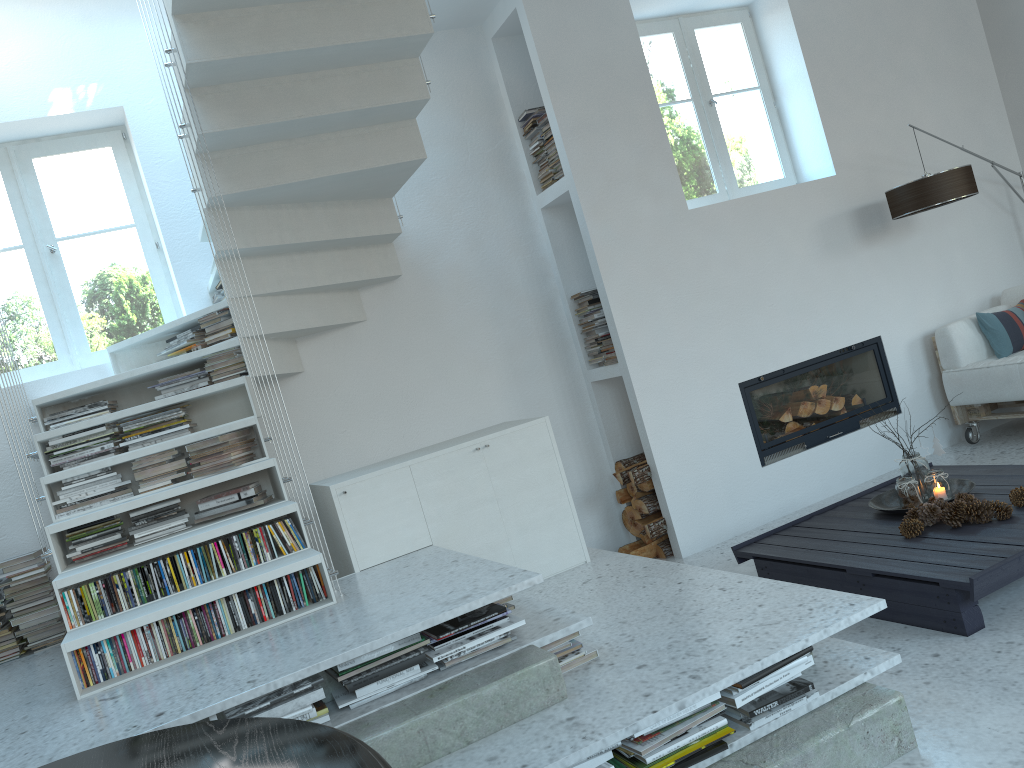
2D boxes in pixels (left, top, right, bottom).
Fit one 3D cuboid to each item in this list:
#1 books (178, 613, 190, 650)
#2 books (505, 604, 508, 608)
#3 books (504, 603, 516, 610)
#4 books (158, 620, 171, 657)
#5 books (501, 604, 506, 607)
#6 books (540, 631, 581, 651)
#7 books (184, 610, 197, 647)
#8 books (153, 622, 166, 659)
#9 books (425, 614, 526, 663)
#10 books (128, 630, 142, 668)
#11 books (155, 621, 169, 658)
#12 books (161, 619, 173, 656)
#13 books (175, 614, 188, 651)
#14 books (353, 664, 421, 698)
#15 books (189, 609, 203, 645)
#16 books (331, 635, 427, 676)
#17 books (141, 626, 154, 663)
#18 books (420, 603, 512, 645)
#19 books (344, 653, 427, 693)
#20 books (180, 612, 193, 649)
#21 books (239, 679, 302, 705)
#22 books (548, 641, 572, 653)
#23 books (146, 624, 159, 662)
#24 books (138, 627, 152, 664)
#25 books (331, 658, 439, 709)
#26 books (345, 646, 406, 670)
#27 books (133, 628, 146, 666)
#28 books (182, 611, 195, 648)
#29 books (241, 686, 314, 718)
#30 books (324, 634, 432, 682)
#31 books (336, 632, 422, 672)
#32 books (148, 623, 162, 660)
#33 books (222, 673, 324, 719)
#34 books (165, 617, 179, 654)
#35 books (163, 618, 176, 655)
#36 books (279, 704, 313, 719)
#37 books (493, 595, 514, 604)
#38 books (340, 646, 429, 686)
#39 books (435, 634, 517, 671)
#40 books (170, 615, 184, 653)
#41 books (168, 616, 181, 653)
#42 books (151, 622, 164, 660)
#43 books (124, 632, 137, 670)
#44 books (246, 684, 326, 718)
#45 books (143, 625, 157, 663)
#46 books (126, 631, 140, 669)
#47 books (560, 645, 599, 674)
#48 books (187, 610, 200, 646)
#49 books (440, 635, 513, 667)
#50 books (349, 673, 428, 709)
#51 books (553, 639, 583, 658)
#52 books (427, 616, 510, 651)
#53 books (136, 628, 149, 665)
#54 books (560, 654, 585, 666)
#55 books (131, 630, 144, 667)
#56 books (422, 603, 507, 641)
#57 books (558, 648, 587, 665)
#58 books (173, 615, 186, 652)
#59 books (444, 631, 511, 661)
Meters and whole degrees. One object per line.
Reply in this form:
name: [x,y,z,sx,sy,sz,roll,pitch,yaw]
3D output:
books: [-1.109,0.826,2.994,0.007,0.125,0.125,-17,2,-22]
books: [-0.126,0.739,2.896,0.168,0.012,0.210,-17,1,-21]
books: [-0.113,0.748,2.900,0.189,0.013,0.215,-17,1,-23]
books: [-1.164,0.842,2.971,0.008,0.125,0.125,-17,2,-22]
books: [-0.131,0.730,2.894,0.152,0.009,0.260,-17,1,-19]
books: [0.086,0.784,2.756,0.157,0.025,0.234,-17,1,-27]
books: [-1.089,0.820,3.003,0.007,0.125,0.125,-17,2,-22]
books: [-1.178,0.847,2.965,0.007,0.125,0.125,-17,2,-22]
books: [-0.127,0.749,2.643,0.296,0.014,0.185,-17,1,-23]
books: [-1.247,0.867,2.935,0.008,0.125,0.125,-17,2,-22]
books: [-1.171,0.845,2.968,0.008,0.125,0.125,-17,2,-22]
books: [-1.157,0.841,2.974,0.008,0.125,0.125,-17,2,-22]
books: [-1.116,0.828,2.991,0.009,0.125,0.125,-17,2,-22]
books: [-0.373,0.834,2.549,0.189,0.028,0.155,-17,1,-21]
books: [-1.076,0.816,3.009,0.010,0.125,0.125,-17,2,-22]
books: [-0.389,0.765,2.537,0.260,0.007,0.171,-17,1,-24]
books: [-1.212,0.857,2.950,0.007,0.125,0.125,-17,2,-22]
books: [-0.144,0.718,2.660,0.269,0.009,0.132,-17,1,-18]
books: [-0.378,0.807,2.540,0.230,0.026,0.177,-17,1,-22]
books: [-1.103,0.824,2.997,0.008,0.125,0.125,-17,2,-22]
books: [-0.672,0.826,2.435,0.181,0.014,0.134,-17,1,-17]
books: [0.079,0.805,2.751,0.132,0.010,0.257,-17,1,-18]
books: [-1.199,0.853,2.956,0.008,0.125,0.125,-17,2,-22]
books: [-1.219,0.859,2.947,0.009,0.125,0.125,-17,2,-22]
books: [-0.366,0.851,2.545,0.292,0.007,0.154,-17,1,-19]
books: [-0.391,0.757,2.536,0.208,0.008,0.170,-17,1,-19]
books: [-1.233,0.863,2.941,0.007,0.125,0.125,-17,2,-22]
books: [-1.096,0.822,3.000,0.007,0.125,0.125,-17,2,-22]
books: [-0.661,0.854,2.429,0.208,0.017,0.145,-17,1,-27]
books: [-0.386,0.774,2.536,0.281,0.013,0.168,-17,1,-25]
books: [-0.390,0.742,2.523,0.237,0.022,0.189,-17,1,-17]
books: [-1.192,0.851,2.959,0.008,0.125,0.125,-17,2,-22]
books: [-0.657,0.837,2.407,0.256,0.014,0.192,-17,1,-26]
books: [-1.143,0.836,2.980,0.009,0.125,0.125,-17,2,-22]
books: [-1.150,0.838,2.977,0.008,0.125,0.125,-17,2,-22]
books: [-0.643,0.895,2.416,0.187,0.015,0.178,-17,1,-17]
books: [-0.116,0.713,2.902,0.189,0.015,0.230,-17,1,-17]
books: [-0.381,0.790,2.535,0.250,0.009,0.187,-17,1,-22]
books: [-0.123,0.795,2.665,0.249,0.009,0.144,-17,1,-22]
books: [-1.129,0.832,2.986,0.007,0.125,0.125,-17,2,-22]
books: [-1.136,0.834,2.983,0.008,0.125,0.125,-17,2,-22]
books: [-1.185,0.849,2.962,0.008,0.125,0.125,-17,2,-22]
books: [-1.260,0.871,2.930,0.007,0.125,0.125,-17,2,-22]
books: [-0.651,0.875,2.421,0.250,0.029,0.174,-17,1,-24]
books: [-1.205,0.855,2.953,0.007,0.125,0.125,-17,2,-22]
books: [-1.253,0.869,2.933,0.007,0.125,0.125,-17,2,-22]
books: [0.122,0.854,2.764,0.200,0.023,0.262,-17,1,-24]
books: [-1.083,0.818,3.006,0.007,0.125,0.125,-17,2,-22]
books: [-0.120,0.783,2.650,0.212,0.014,0.161,-17,1,-18]
books: [-0.364,0.864,2.549,0.230,0.020,0.142,-17,1,-17]
books: [0.093,0.812,2.756,0.159,0.012,0.292,-17,1,-19]
books: [-0.140,0.739,2.665,0.242,0.012,0.137,-17,1,-21]
books: [-1.226,0.861,2.944,0.008,0.125,0.125,-17,2,-22]
books: [0.100,0.845,2.756,0.164,0.006,0.264,-17,1,-21]
books: [-1.240,0.866,2.938,0.008,0.125,0.125,-17,2,-22]
books: [-0.146,0.707,2.656,0.228,0.014,0.149,-17,1,-24]
books: [0.098,0.838,2.756,0.159,0.008,0.285,-17,1,-24]
books: [-1.123,0.830,2.988,0.008,0.125,0.125,-17,2,-22]
books: [-0.126,0.769,2.656,0.207,0.015,0.153,-17,1,-25]
